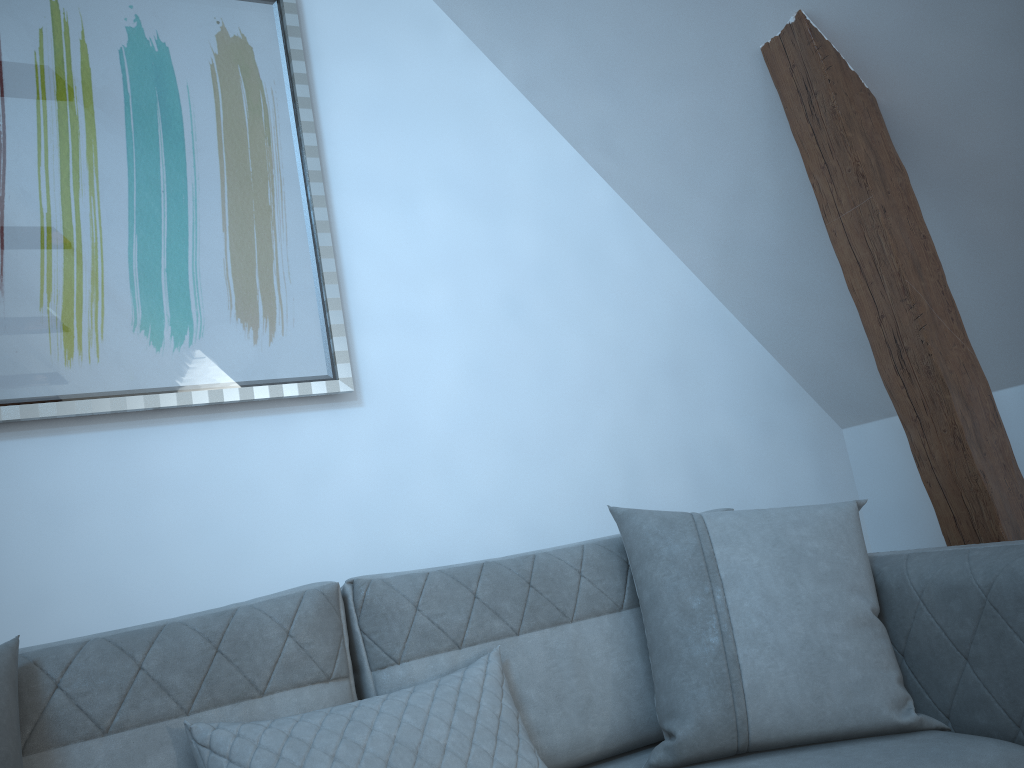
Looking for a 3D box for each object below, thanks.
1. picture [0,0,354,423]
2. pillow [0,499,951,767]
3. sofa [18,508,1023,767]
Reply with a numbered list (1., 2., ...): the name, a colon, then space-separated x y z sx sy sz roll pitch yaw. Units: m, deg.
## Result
1. picture: -0.945 -0.516 2.188 0.965 1.185 0.025 -5 -11 -28
2. pillow: -0.149 0.497 1.377 2.075 0.515 0.444 -5 -11 -28
3. sofa: -0.178 0.692 1.422 2.458 0.770 1.107 -5 -11 -28
